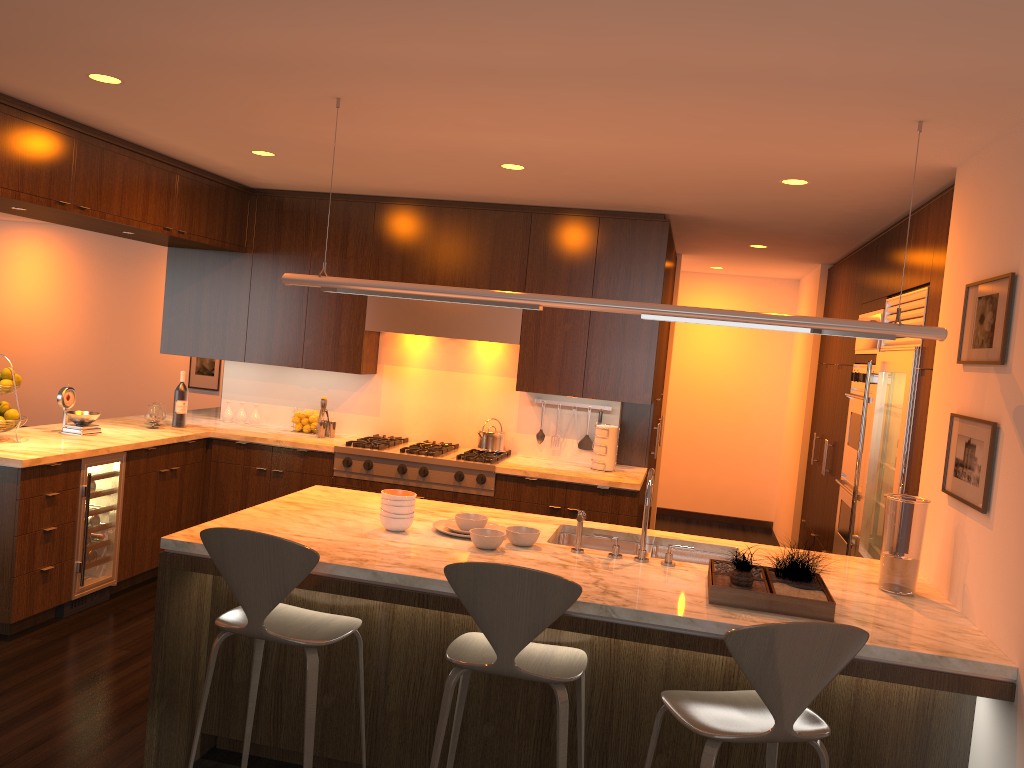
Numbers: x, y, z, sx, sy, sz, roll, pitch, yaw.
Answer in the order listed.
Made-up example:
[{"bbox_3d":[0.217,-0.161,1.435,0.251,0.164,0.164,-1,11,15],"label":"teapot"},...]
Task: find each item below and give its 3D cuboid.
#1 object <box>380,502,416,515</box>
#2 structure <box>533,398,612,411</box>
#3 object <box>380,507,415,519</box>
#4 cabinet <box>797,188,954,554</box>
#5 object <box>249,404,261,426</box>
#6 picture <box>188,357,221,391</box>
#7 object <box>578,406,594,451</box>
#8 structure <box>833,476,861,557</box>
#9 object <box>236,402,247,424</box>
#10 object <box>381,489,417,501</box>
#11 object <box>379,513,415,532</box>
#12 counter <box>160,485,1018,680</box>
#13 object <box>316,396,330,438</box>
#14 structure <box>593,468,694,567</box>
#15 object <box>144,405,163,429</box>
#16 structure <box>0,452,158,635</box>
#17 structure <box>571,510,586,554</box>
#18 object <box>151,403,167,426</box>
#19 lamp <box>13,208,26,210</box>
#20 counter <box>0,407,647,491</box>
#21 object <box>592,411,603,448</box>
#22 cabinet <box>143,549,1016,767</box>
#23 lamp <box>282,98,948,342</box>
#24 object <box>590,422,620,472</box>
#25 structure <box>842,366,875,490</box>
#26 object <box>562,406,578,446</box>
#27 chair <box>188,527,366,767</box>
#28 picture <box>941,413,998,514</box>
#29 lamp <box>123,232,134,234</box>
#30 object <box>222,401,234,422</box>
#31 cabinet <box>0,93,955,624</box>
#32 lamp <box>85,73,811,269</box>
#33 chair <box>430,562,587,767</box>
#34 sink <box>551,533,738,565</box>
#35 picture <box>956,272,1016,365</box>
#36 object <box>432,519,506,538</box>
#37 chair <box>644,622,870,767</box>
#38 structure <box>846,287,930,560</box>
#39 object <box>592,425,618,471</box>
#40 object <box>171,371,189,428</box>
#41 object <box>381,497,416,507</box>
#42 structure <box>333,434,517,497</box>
[{"bbox_3d":[-0.451,0.501,3.497,0.140,0.062,0.139,6,3,11],"label":"object"},{"bbox_3d":[0.406,0.140,6.027,0.541,0.031,0.048,6,3,15],"label":"structure"},{"bbox_3d":[-0.454,0.522,3.499,0.140,0.068,0.139,5,3,-6],"label":"object"},{"bbox_3d":[2.465,0.388,5.613,0.690,2.540,3.924,6,3,11],"label":"cabinet"},{"bbox_3d":[-1.859,0.223,6.425,0.079,0.154,0.079,5,3,-6],"label":"object"},{"bbox_3d":[-3.598,-0.531,10.468,0.398,1.200,0.012,6,3,11],"label":"picture"},{"bbox_3d":[0.516,0.301,6.019,0.112,0.303,0.036,6,3,11],"label":"object"},{"bbox_3d":[2.053,0.881,5.474,0.064,0.544,0.710,6,3,11],"label":"structure"},{"bbox_3d":[-1.966,0.212,6.449,0.079,0.154,0.079,5,3,-6],"label":"object"},{"bbox_3d":[-0.448,0.458,3.495,0.140,0.062,0.139,6,3,20],"label":"object"},{"bbox_3d":[-0.456,0.547,3.500,0.140,0.059,0.139,6,3,3],"label":"object"},{"bbox_3d":[0.241,0.665,3.409,2.711,0.038,1.280,6,3,11],"label":"counter"},{"bbox_3d":[-1.309,0.224,6.091,0.088,0.288,0.101,8,4,41],"label":"object"},{"bbox_3d":[0.536,0.504,3.384,0.321,0.341,0.310,3,4,-41],"label":"structure"},{"bbox_3d":[-2.327,0.214,5.760,0.112,0.151,0.112,7,3,30],"label":"object"},{"bbox_3d":[-1.036,0.901,5.679,3.400,0.862,3.060,6,3,11],"label":"structure"},{"bbox_3d":[0.259,0.567,3.409,0.050,0.161,0.067,6,3,11],"label":"structure"},{"bbox_3d":[-2.359,0.203,5.910,0.112,0.151,0.112,7,3,30],"label":"object"},{"bbox_3d":[-2.510,-0.893,4.513,0.068,0.004,0.068,5,3,-8],"label":"lamp"},{"bbox_3d":[-1.012,0.440,5.596,3.616,0.038,3.187,6,3,11],"label":"counter"},{"bbox_3d":[0.587,0.324,5.988,0.063,0.281,0.063,5,3,-11],"label":"object"},{"bbox_3d":[0.198,1.120,3.431,2.713,0.876,1.281,6,3,11],"label":"cabinet"},{"bbox_3d":[0.332,-0.642,3.316,2.465,0.765,0.120,6,3,11],"label":"lamp"},{"bbox_3d":[0.600,0.411,5.772,0.168,0.304,0.160,3,3,-34],"label":"object"},{"bbox_3d":[2.390,0.559,5.394,0.687,1.294,0.743,6,3,11],"label":"structure"},{"bbox_3d":[0.406,0.283,6.024,0.114,0.271,0.008,6,3,11],"label":"object"},{"bbox_3d":[-0.786,0.965,2.987,0.520,1.047,0.506,6,3,16],"label":"chair"},{"bbox_3d":[1.599,0.266,3.115,0.012,0.300,0.496,6,3,11],"label":"picture"},{"bbox_3d":[-2.329,-0.919,5.385,0.068,0.004,0.068,5,3,-8],"label":"lamp"},{"bbox_3d":[-2.071,0.201,6.473,0.079,0.154,0.079,5,3,-6],"label":"object"},{"bbox_3d":[-0.254,-0.028,4.221,5.521,2.997,7.728,6,3,11],"label":"cabinet"},{"bbox_3d":[-6.247,-1.931,7.394,16.431,0.171,5.868,6,3,11],"label":"lamp"},{"bbox_3d":[-0.005,1.044,2.869,0.520,1.047,0.506,6,3,11],"label":"chair"},{"bbox_3d":[0.538,0.788,3.655,0.813,0.176,0.457,6,3,11],"label":"sink"},{"bbox_3d":[1.645,-0.217,3.094,0.012,0.298,0.493,6,3,11],"label":"picture"},{"bbox_3d":[-0.168,0.589,3.584,0.310,0.021,0.309,6,3,11],"label":"object"},{"bbox_3d":[0.678,1.123,2.571,0.520,1.047,0.506,5,3,-13],"label":"chair"},{"bbox_3d":[2.187,0.621,4.558,0.687,2.129,0.915,6,3,11],"label":"structure"},{"bbox_3d":[0.605,0.414,5.764,0.144,0.286,0.149,5,3,-7],"label":"object"},{"bbox_3d":[-2.221,0.100,5.948,0.094,0.378,0.095,7,4,37],"label":"object"},{"bbox_3d":[-0.450,0.479,3.496,0.140,0.064,0.139,5,3,-14],"label":"object"},{"bbox_3d":[-0.543,0.432,5.974,1.067,0.422,0.824,6,3,11],"label":"structure"}]
